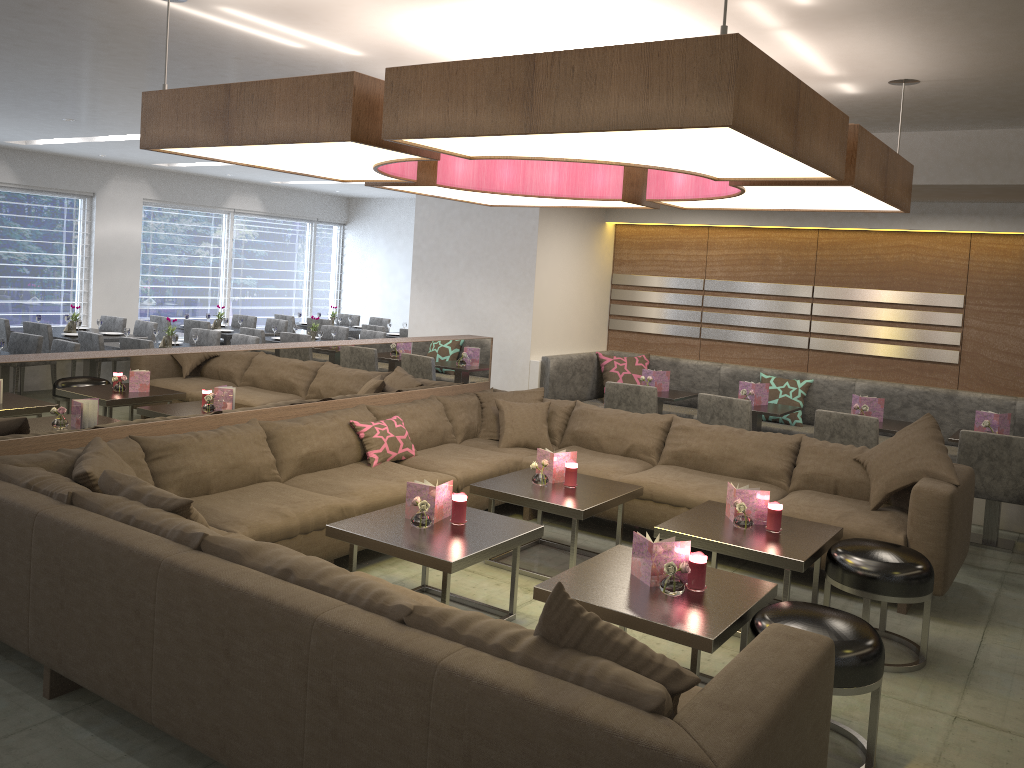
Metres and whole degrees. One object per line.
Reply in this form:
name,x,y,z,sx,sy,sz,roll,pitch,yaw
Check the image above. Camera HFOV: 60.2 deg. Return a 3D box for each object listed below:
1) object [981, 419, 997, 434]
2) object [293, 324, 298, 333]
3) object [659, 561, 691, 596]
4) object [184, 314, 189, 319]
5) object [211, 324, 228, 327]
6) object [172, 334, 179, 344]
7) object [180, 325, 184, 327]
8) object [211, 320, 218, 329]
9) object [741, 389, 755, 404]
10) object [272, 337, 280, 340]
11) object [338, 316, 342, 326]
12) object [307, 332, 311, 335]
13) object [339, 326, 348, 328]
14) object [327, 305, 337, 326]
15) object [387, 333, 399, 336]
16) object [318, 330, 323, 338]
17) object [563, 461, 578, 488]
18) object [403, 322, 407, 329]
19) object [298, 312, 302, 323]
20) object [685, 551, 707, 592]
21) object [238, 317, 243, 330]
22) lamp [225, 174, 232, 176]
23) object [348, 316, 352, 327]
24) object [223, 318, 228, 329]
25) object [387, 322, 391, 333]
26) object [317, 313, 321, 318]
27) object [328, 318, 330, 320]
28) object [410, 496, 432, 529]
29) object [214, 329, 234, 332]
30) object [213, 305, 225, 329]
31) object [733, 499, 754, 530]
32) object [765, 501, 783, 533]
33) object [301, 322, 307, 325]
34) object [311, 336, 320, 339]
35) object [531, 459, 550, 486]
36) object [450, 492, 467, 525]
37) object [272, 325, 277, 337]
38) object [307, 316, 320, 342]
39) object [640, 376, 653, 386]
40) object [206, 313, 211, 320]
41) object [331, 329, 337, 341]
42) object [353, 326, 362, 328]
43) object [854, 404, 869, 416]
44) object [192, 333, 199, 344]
object,2.927,0.282,5.412,0.096,0.125,0.105,7,6,34
object,-2.346,-0.575,9.581,0.053,0.138,0.053,3,3,-9
object,0.605,0.673,3.119,0.193,0.125,0.095,1,5,-25
object,-3.750,-0.742,10.193,0.053,0.138,0.053,3,3,-9
object,-3.448,-0.686,10.385,0.217,0.015,0.218,5,7,11
object,-2.903,-0.357,7.619,0.053,0.138,0.053,3,3,-9
object,-3.662,-0.658,10.064,0.217,0.015,0.218,5,7,11
object,-3.385,-0.685,10.083,0.070,0.099,0.204,4,6,3
object,1.659,0.093,6.259,0.110,0.125,0.092,1,5,-24
object,-2.402,-0.471,9.226,0.217,0.015,0.218,5,8,14
object,-2.217,-0.797,11.372,0.053,0.138,0.053,3,3,-9
object,-2.125,-0.498,9.244,0.070,0.099,0.204,4,6,3
object,-2.189,-0.714,11.223,0.217,0.015,0.218,5,7,11
object,-2.337,-0.894,11.528,0.155,0.275,0.104,6,4,31
object,-1.415,-0.600,10.708,0.217,0.015,0.218,5,8,14
object,-1.960,-0.480,9.036,0.053,0.138,0.053,3,3,-9
object,0.305,0.466,4.567,0.075,0.128,0.076,4,4,6
object,-1.347,-0.705,11.081,0.053,0.138,0.053,3,3,-9
object,-2.814,-0.878,11.704,0.053,0.138,0.053,3,3,-9
object,0.663,0.669,3.163,0.075,0.128,0.076,3,4,-4
object,-3.109,-0.692,10.117,0.053,0.138,0.053,3,3,-9
lamp,-3.629,-2.682,11.341,0.089,0.007,0.089,2,7,-11
object,-2.123,-0.821,11.598,0.053,0.138,0.053,3,3,-9
object,-3.203,-0.669,9.891,0.053,0.138,0.053,3,3,-9
object,-1.508,-0.684,10.838,0.053,0.138,0.053,3,3,-9
object,-2.603,-0.892,11.917,0.053,0.138,0.053,3,3,-9
object,-2.399,-0.814,11.564,0.070,0.099,0.204,4,6,3
object,-0.380,0.535,3.698,0.095,0.129,0.101,5,5,17
object,-3.176,-0.586,9.741,0.217,0.015,0.218,5,7,11
object,-3.324,-0.765,10.046,0.155,0.275,0.104,6,4,31
object,1.047,0.587,3.994,0.095,0.128,0.107,3,5,-7
object,1.180,0.597,3.977,0.075,0.128,0.076,3,4,-4
object,-2.675,-0.787,11.546,0.217,0.015,0.218,5,7,11
object,-2.188,-0.499,9.547,0.217,0.015,0.218,5,8,14
object,0.145,0.454,4.573,0.102,0.131,0.092,3,4,-2
object,-0.226,0.533,3.788,0.075,0.128,0.076,4,4,6
object,-2.507,-0.554,9.338,0.053,0.138,0.053,3,3,-9
object,-2.064,-0.578,9.208,0.155,0.275,0.104,6,4,31
object,1.019,0.000,6.676,0.107,0.125,0.095,2,5,-14
object,-3.589,-0.763,10.436,0.053,0.138,0.053,3,3,-9
object,-1.866,-0.504,9.262,0.053,0.138,0.053,3,3,-9
object,-1.975,-0.742,11.544,0.216,0.015,0.218,3,7,-4
object,2.300,0.189,5.826,0.094,0.125,0.102,3,5,-3
object,-2.810,-0.380,7.845,0.053,0.138,0.053,3,3,-9
